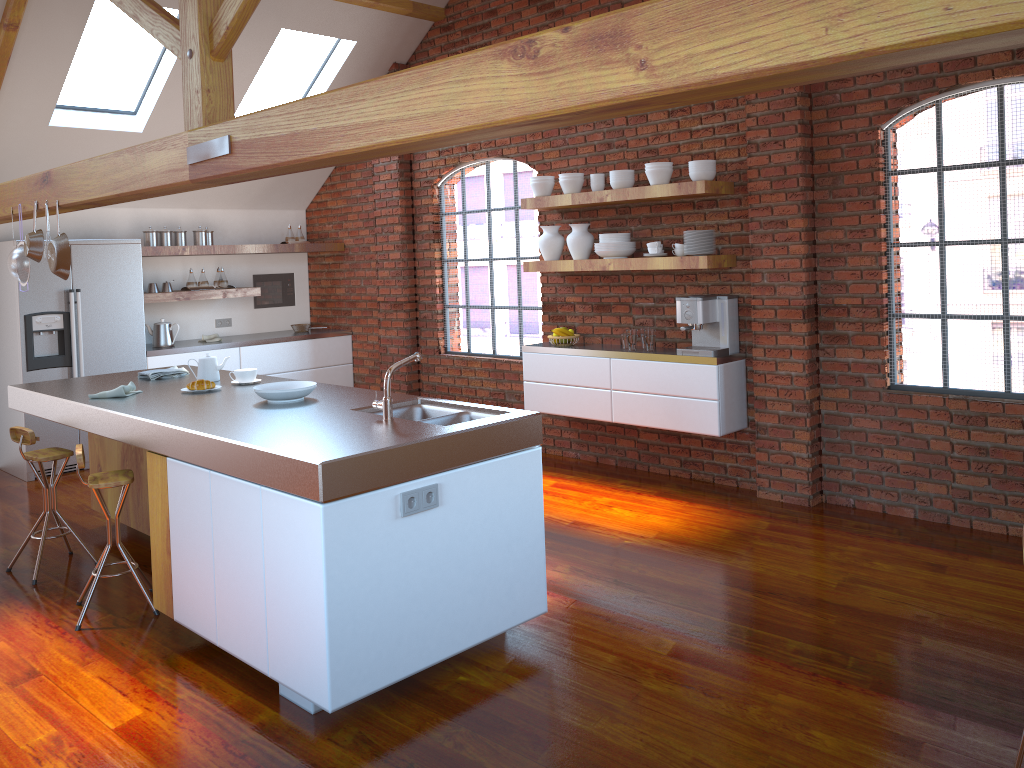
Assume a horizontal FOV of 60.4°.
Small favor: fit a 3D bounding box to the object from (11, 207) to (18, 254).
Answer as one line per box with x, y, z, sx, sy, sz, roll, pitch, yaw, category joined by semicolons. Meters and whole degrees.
-3.071;-0.947;5.433;0.023;0.288;0.059;-3;2;-30;object

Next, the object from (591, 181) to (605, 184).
0.591;-1.361;6.057;0.099;0.061;0.099;-3;6;-6;object

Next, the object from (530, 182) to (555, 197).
0.220;-1.387;6.305;0.180;0.103;0.182;-3;7;-9;object

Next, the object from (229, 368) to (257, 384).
-1.408;-0.040;4.647;0.124;0.069;0.117;2;7;29;object

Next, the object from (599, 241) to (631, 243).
0.697;-0.937;5.947;0.214;0.055;0.215;4;10;36;object

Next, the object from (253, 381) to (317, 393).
-1.037;0.034;4.028;0.281;0.055;0.284;0;8;16;object

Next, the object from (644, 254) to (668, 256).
0.926;-0.827;5.678;0.154;0.012;0.155;-1;8;5;object

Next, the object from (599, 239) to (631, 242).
0.697;-0.947;5.947;0.214;0.055;0.215;4;10;36;object

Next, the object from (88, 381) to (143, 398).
-1.975;0.026;4.374;0.195;0.061;0.206;-1;8;7;object

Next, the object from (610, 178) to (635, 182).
0.739;-1.342;5.888;0.166;0.060;0.167;4;10;39;object

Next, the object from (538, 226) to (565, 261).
0.285;-1.017;6.369;0.192;0.248;0.193;-3;4;-6;object

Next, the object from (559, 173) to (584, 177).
0.418;-1.417;6.158;0.180;0.103;0.182;-3;7;-9;object

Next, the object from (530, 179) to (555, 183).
0.219;-1.408;6.305;0.180;0.103;0.182;-3;7;-9;object

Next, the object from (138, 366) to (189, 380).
-2.002;-0.063;5.058;0.165;0.050;0.234;5;11;44;object

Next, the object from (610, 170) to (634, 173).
0.737;-1.394;5.887;0.166;0.060;0.167;4;10;39;object

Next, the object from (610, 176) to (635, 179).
0.738;-1.356;5.887;0.166;0.060;0.167;4;10;39;object

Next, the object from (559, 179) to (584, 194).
0.419;-1.373;6.159;0.180;0.103;0.182;-3;7;-9;object

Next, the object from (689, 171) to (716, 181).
1.178;-1.276;5.436;0.165;0.060;0.167;-3;7;-6;object

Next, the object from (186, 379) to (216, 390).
-1.566;0.002;4.433;0.138;0.051;0.062;-6;6;-26;object

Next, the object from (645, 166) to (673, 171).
0.944;-1.339;5.639;0.180;0.103;0.183;0;7;15;object

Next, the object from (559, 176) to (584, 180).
0.419;-1.394;6.159;0.180;0.103;0.182;-3;7;-9;object

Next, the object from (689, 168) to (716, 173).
1.178;-1.293;5.436;0.165;0.060;0.167;-3;7;-6;object

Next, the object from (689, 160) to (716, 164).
1.176;-1.345;5.435;0.165;0.060;0.167;-3;7;-6;object

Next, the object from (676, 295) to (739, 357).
1.203;-0.372;5.487;0.271;0.368;0.381;1;6;45;object

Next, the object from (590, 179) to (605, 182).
0.590;-1.374;6.057;0.099;0.061;0.099;-3;6;-6;object

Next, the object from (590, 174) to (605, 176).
0.589;-1.413;6.056;0.099;0.061;0.099;-3;6;-6;object

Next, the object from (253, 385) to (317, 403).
-1.037;0.044;4.028;0.281;0.055;0.284;0;8;16;object

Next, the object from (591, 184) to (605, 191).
0.592;-1.344;6.057;0.099;0.061;0.099;-3;6;-6;object

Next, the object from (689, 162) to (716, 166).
1.176;-1.331;5.435;0.165;0.060;0.167;-3;7;-6;object

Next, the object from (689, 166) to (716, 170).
1.177;-1.306;5.435;0.165;0.060;0.167;-3;7;-6;object

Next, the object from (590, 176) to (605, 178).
0.589;-1.399;6.056;0.099;0.061;0.099;-3;6;-6;object

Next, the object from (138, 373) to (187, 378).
-2.016;-0.053;5.091;0.231;0.026;0.166;-1;8;10;object

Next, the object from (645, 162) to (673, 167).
0.943;-1.361;5.639;0.180;0.103;0.183;0;7;15;object

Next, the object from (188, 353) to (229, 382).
-1.647;-0.092;4.785;0.198;0.155;0.118;-7;6;-39;object

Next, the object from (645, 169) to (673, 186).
0.945;-1.317;5.640;0.180;0.103;0.183;0;7;15;object

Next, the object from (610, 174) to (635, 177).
0.738;-1.369;5.887;0.166;0.060;0.167;4;10;39;object

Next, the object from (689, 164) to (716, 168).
1.177;-1.319;5.435;0.165;0.060;0.167;-3;7;-6;object

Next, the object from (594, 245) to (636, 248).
0.698;-0.909;5.947;0.281;0.055;0.284;2;9;28;object

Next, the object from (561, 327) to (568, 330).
0.373;-0.381;6.360;0.070;0.061;0.068;-5;6;-29;object

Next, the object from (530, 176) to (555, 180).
0.218;-1.431;6.305;0.180;0.103;0.182;-3;7;-9;object

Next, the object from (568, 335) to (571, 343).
0.404;-0.329;6.374;0.070;0.069;0.068;-6;6;-36;object

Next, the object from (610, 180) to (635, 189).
0.739;-1.326;5.888;0.166;0.060;0.167;4;10;39;object

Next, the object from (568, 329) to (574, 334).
0.425;-0.374;6.348;0.047;0.046;0.055;-2;5;-4;object

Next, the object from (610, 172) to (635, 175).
0.737;-1.381;5.887;0.166;0.060;0.167;4;10;39;object

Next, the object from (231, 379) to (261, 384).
-1.403;-0.010;4.646;0.154;0.012;0.155;-5;9;-17;object

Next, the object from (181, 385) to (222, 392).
-1.561;0.027;4.422;0.195;0.014;0.196;-6;9;-24;object

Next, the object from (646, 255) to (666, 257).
0.926;-0.823;5.678;0.154;0.012;0.155;-1;8;5;object

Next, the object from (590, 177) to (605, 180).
0.590;-1.387;6.056;0.099;0.061;0.099;-3;6;-6;object
